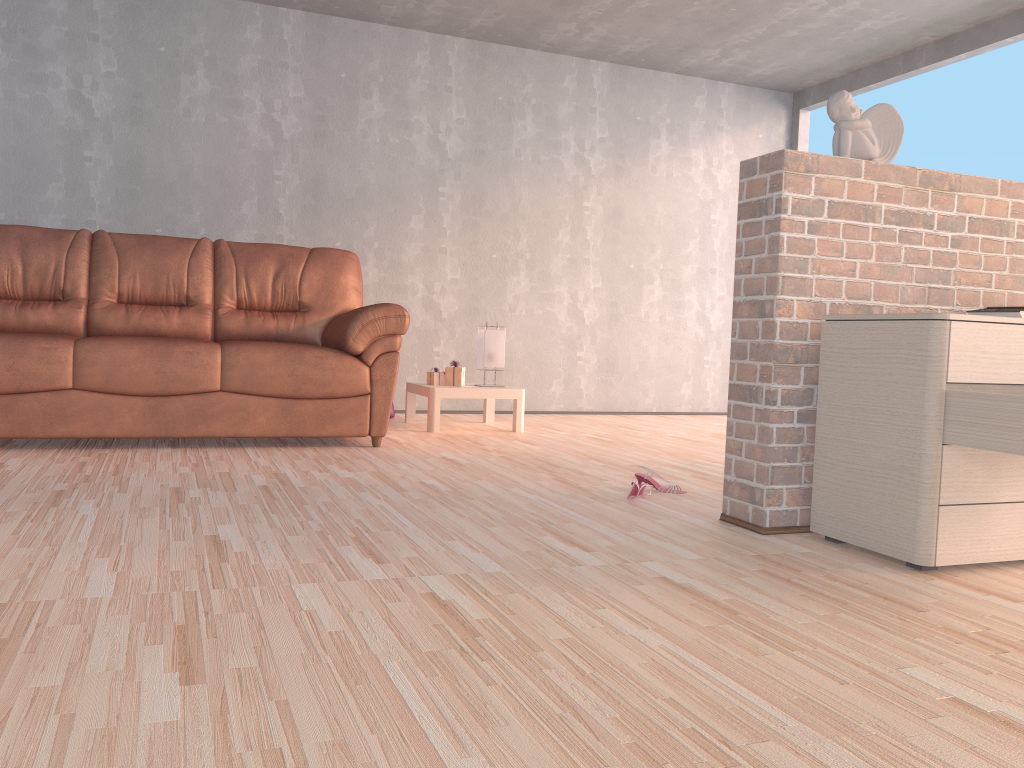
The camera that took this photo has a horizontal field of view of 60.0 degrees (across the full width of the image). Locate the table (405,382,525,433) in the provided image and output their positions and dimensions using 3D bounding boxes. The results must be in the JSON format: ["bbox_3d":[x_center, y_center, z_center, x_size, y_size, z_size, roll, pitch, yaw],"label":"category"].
[{"bbox_3d":[-0.278,0.129,5.067,0.548,0.241,0.548,1,3,-21],"label":"table"}]

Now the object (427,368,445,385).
[{"bbox_3d":[-0.409,-0.044,5.005,0.080,0.105,0.152,4,4,37],"label":"object"}]

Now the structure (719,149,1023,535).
[{"bbox_3d":[1.336,-0.104,2.778,1.422,1.057,0.211,1,3,-21],"label":"structure"}]

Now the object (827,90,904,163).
[{"bbox_3d":[1.020,-0.744,2.608,0.216,0.218,0.131,1,3,-22],"label":"object"}]

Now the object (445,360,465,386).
[{"bbox_3d":[-0.318,-0.061,4.962,0.099,0.147,0.102,3,3,7],"label":"object"}]

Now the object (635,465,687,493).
[{"bbox_3d":[0.524,0.336,3.127,0.188,0.085,0.069,3,3,18],"label":"object"}]

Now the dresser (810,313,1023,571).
[{"bbox_3d":[1.724,0.151,2.448,1.686,0.612,0.605,1,3,-21],"label":"dresser"}]

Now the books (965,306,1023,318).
[{"bbox_3d":[1.341,-0.187,2.367,0.209,0.040,0.146,0,3,-31],"label":"books"}]

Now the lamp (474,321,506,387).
[{"bbox_3d":[-0.121,-0.170,5.066,0.140,0.376,0.140,1,3,-21],"label":"lamp"}]

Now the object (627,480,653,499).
[{"bbox_3d":[0.429,0.350,2.972,0.078,0.066,0.192,3,3,15],"label":"object"}]

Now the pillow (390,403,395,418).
[{"bbox_3d":[-0.900,0.051,5.445,0.327,0.326,0.241,1,3,-27],"label":"pillow"}]

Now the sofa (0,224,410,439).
[{"bbox_3d":[-1.647,-0.261,4.050,2.202,0.923,0.981,1,3,-21],"label":"sofa"}]
